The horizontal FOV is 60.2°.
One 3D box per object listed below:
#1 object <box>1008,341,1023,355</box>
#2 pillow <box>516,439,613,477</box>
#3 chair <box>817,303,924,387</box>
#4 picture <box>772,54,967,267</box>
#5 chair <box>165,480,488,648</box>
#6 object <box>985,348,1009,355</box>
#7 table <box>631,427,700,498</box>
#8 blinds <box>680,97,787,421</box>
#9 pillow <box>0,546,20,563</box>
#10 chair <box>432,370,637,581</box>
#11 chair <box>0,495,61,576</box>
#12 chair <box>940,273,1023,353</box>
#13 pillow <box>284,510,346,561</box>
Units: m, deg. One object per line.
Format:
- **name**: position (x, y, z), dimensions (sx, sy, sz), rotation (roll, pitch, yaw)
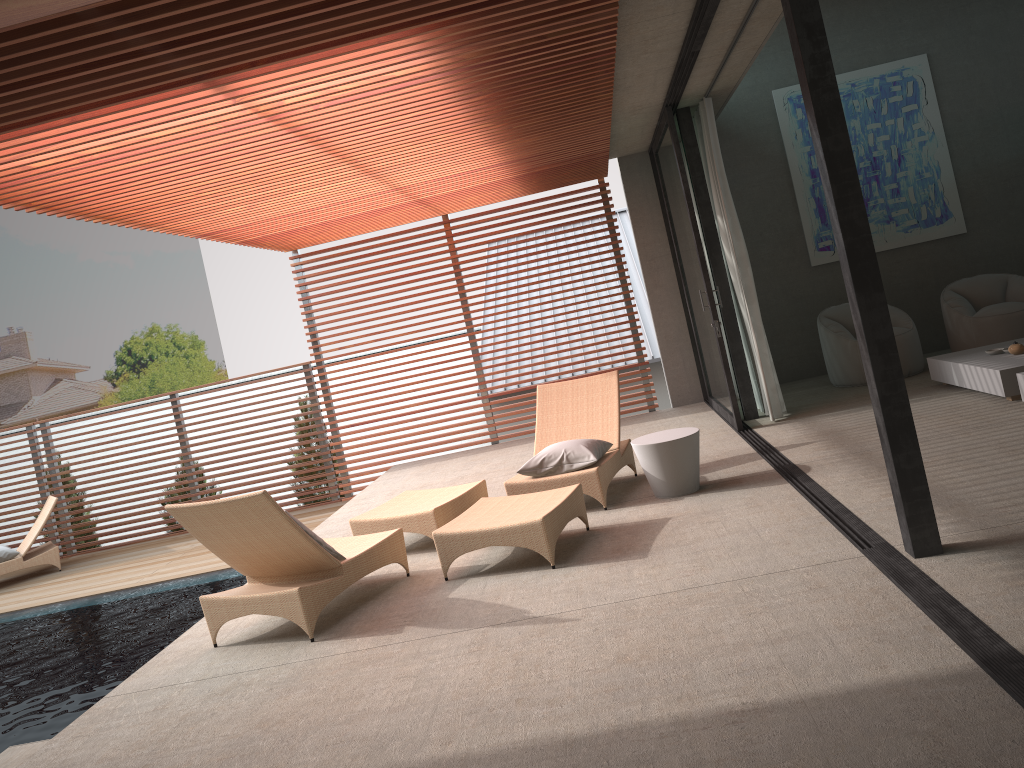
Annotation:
- **object**: position (3.975, -0.286, 6.964), dimensions (0.119, 0.106, 0.120), rotation (-12, 2, 11)
- **pillow**: position (0.384, 0.517, 6.355), dimensions (0.592, 0.194, 0.598), rotation (-11, 4, 17)
- **chair**: position (3.632, -0.449, 8.991), dimensions (0.919, 0.788, 0.924), rotation (-12, 2, 10)
- **picture**: position (4.016, -2.513, 9.958), dimensions (1.717, 2.051, 0.030), rotation (-12, -1, 6)
- **chair**: position (-0.998, 0.819, 5.596), dimensions (0.695, 0.827, 2.314), rotation (-12, 3, 26)
- **object**: position (4.027, -0.271, 7.089), dimensions (0.156, 0.040, 0.434), rotation (-15, 5, -38)
- **table**: position (1.089, 0.547, 6.054), dimensions (0.477, 0.393, 0.474), rotation (-13, 2, -12)
- **blinds**: position (2.159, -1.226, 8.950), dimensions (0.222, 2.925, 2.432), rotation (-13, 1, 7)
- **pillow**: position (-5.960, 1.966, 10.019), dimensions (0.599, 0.194, 0.591), rotation (-15, 4, -37)
- **chair**: position (0.224, 0.516, 6.053), dimensions (0.696, 0.827, 2.312), rotation (-12, 3, 21)
- **chair**: position (-6.263, 1.986, 9.858), dimensions (2.314, 0.828, 0.695), rotation (-15, 2, -34)
- **chair**: position (4.799, -0.692, 8.779), dimensions (0.915, 0.788, 0.928), rotation (-11, 2, 30)
- **pillow**: position (-1.321, 0.870, 4.898), dimensions (0.604, 0.427, 0.430), rotation (-11, 2, 24)
